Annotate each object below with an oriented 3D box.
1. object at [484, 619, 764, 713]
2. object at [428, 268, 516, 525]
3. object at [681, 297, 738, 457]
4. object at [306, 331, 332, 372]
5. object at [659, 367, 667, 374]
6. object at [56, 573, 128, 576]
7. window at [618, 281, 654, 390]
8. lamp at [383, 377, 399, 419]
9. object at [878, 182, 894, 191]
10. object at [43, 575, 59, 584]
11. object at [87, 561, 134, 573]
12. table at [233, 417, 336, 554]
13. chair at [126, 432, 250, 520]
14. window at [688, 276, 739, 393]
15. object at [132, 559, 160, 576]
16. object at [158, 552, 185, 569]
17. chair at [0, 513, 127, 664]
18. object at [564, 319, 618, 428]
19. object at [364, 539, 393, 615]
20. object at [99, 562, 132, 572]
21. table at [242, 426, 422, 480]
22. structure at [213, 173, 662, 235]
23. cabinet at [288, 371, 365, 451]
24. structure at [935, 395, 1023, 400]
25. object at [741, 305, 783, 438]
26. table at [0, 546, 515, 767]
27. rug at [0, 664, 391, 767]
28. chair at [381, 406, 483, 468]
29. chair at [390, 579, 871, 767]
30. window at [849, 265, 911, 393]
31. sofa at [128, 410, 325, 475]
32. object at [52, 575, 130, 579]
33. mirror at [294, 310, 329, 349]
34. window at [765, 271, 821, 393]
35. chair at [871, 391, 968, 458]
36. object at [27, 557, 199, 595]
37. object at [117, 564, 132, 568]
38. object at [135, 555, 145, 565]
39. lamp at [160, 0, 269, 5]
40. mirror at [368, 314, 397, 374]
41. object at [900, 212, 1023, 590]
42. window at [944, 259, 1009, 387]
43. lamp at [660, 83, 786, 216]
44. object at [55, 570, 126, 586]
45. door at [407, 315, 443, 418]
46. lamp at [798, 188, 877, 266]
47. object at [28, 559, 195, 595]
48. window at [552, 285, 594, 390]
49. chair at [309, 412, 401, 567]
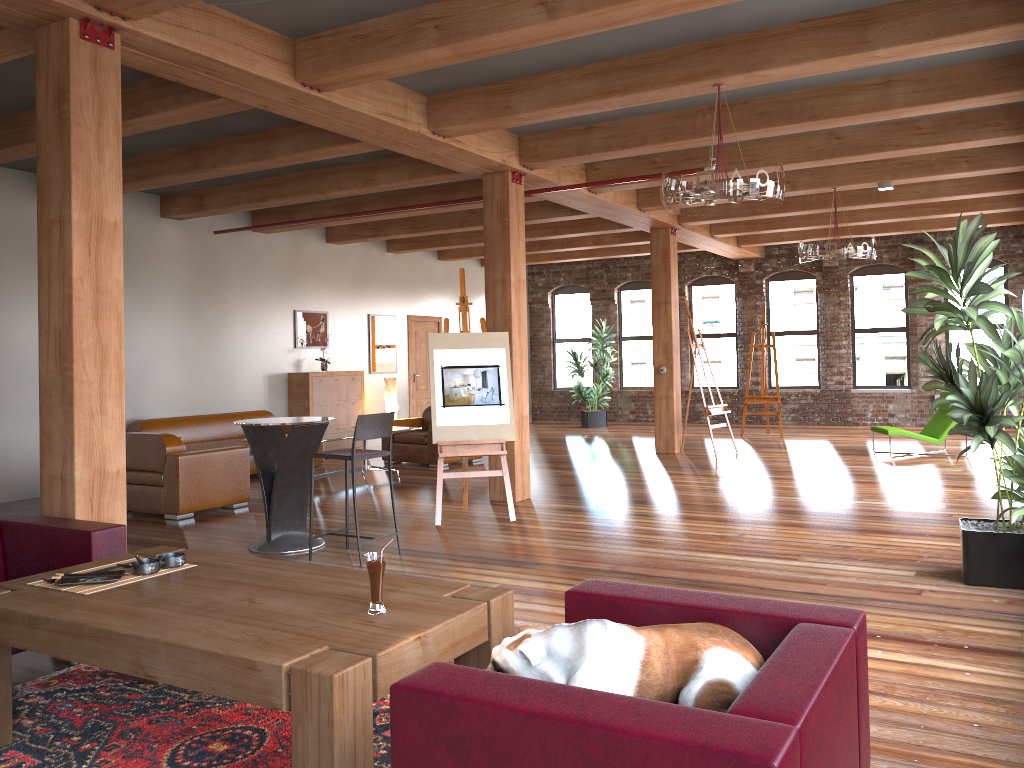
[{"bbox_3d":[0.287,0.771,2.356,0.754,0.297,0.365,-1,0,1],"label":"object"},{"bbox_3d":[-0.357,0.054,7.541,0.702,2.142,0.684,-1,-1,-10],"label":"object"},{"bbox_3d":[2.573,-0.128,11.994,0.684,2.142,0.662,-2,-1,40],"label":"object"},{"bbox_3d":[-2.736,-0.469,12.742,0.370,0.590,0.298,-1,-1,24],"label":"object"},{"bbox_3d":[2.050,-0.188,12.072,0.095,0.095,0.061,-1,0,30],"label":"object"},{"bbox_3d":[-1.521,0.690,3.208,0.270,0.008,0.007,-1,0,4],"label":"object"},{"bbox_3d":[2.577,-0.966,17.585,0.968,2.171,0.086,-2,-1,30],"label":"window"},{"bbox_3d":[-1.820,0.444,13.455,0.271,1.115,0.261,-1,-1,-15],"label":"lamp"},{"bbox_3d":[3.997,-2.122,9.471,0.145,0.072,0.147,-1,1,30],"label":"object"},{"bbox_3d":[-1.653,0.704,3.178,0.018,0.021,0.059,-1,1,16],"label":"object"},{"bbox_3d":[-1.549,0.704,3.374,0.007,0.008,0.270,-1,1,25],"label":"object"},{"bbox_3d":[-1.648,0.725,6.464,0.722,0.925,0.721,-1,0,-36],"label":"table"},{"bbox_3d":[-3.128,0.797,8.249,1.063,0.736,0.830,-1,1,30],"label":"chair"},{"bbox_3d":[3.821,-0.943,16.799,0.968,2.229,0.221,-2,-1,30],"label":"window"},{"bbox_3d":[-1.363,0.683,3.300,0.099,0.043,0.098,-2,1,-23],"label":"object"},{"bbox_3d":[-1.308,0.679,3.404,0.099,0.043,0.098,-2,1,-34],"label":"object"},{"bbox_3d":[-2.415,0.967,3.848,0.865,0.593,1.071,-1,1,30],"label":"chair"},{"bbox_3d":[1.553,-0.225,17.251,1.080,2.105,0.966,-1,-1,8],"label":"object"},{"bbox_3d":[-0.412,0.587,2.713,0.076,0.232,0.095,-1,-1,-27],"label":"object"},{"bbox_3d":[-1.515,0.702,3.397,0.007,0.008,0.270,-1,1,19],"label":"object"},{"bbox_3d":[-1.913,0.818,9.733,0.939,0.560,1.871,-1,1,30],"label":"table"},{"bbox_3d":[-1.087,-1.989,9.810,6.805,0.112,0.051,0,0,30],"label":"structure"},{"bbox_3d":[-2.657,0.428,12.816,0.418,1.210,1.186,-2,0,30],"label":"cabinet"},{"bbox_3d":[5.163,0.552,8.196,1.633,0.313,13.711,-1,2,23],"label":"structure"},{"bbox_3d":[4.089,-0.226,14.414,0.661,2.142,0.685,-2,-1,25],"label":"object"},{"bbox_3d":[-0.969,0.982,3.002,1.749,0.550,0.900,-1,1,30],"label":"table"},{"bbox_3d":[-1.007,1.255,3.013,2.461,0.009,1.344,0,2,30],"label":"rug"},{"bbox_3d":[-1.053,0.663,11.622,1.063,0.736,0.831,-1,1,40],"label":"chair"},{"bbox_3d":[0.366,0.950,2.237,0.865,0.593,1.071,-1,1,30],"label":"chair"},{"bbox_3d":[6.373,-0.964,15.347,0.968,2.220,0.218,-2,-1,30],"label":"window"},{"bbox_3d":[-3.422,0.738,10.710,0.951,0.735,2.413,-1,1,30],"label":"sofa"},{"bbox_3d":[-1.511,0.690,3.181,0.270,0.008,0.007,-1,0,-4],"label":"object"},{"bbox_3d":[-2.903,-0.789,12.863,0.025,0.548,0.694,-2,0,30],"label":"mirror"},{"bbox_3d":[5.094,-0.951,16.074,0.968,2.229,0.221,-2,-1,30],"label":"window"},{"bbox_3d":[5.180,0.506,11.327,0.956,0.797,0.680,-1,0,5],"label":"chair"},{"bbox_3d":[-1.477,0.709,3.298,0.352,0.001,0.469,0,2,30],"label":"object"},{"bbox_3d":[-1.458,0.689,3.403,0.045,0.030,0.153,-1,1,14],"label":"object"},{"bbox_3d":[-1.361,0.657,3.271,0.045,0.080,0.137,-1,1,-5],"label":"object"},{"bbox_3d":[-0.799,-1.441,2.058,0.809,0.815,0.809,-1,0,-19],"label":"lamp"},{"bbox_3d":[-2.078,-0.643,14.298,0.025,0.953,0.694,-2,0,30],"label":"mirror"},{"bbox_3d":[2.842,0.071,5.080,0.966,2.105,1.080,-2,-1,43],"label":"object"},{"bbox_3d":[7.664,-0.973,14.612,0.968,2.220,0.218,-2,-1,30],"label":"window"},{"bbox_3d":[1.392,-1.591,5.905,0.809,0.815,0.809,-1,0,-18],"label":"lamp"},{"bbox_3d":[-1.515,0.702,3.187,0.213,0.018,0.154,-2,2,-15],"label":"object"},{"bbox_3d":[-1.542,-0.120,15.373,0.226,2.122,1.030,-2,-1,30],"label":"door"},{"bbox_3d":[3.544,-1.738,9.683,0.809,0.815,0.809,-1,0,-24],"label":"lamp"},{"bbox_3d":[-1.477,0.709,3.299,0.332,0.003,0.471,0,2,30],"label":"object"},{"bbox_3d":[1.280,-0.958,18.323,0.968,2.171,0.086,-2,-1,30],"label":"window"},{"bbox_3d":[-1.079,0.689,6.037,0.466,0.982,0.430,-2,-1,30],"label":"chair"}]
